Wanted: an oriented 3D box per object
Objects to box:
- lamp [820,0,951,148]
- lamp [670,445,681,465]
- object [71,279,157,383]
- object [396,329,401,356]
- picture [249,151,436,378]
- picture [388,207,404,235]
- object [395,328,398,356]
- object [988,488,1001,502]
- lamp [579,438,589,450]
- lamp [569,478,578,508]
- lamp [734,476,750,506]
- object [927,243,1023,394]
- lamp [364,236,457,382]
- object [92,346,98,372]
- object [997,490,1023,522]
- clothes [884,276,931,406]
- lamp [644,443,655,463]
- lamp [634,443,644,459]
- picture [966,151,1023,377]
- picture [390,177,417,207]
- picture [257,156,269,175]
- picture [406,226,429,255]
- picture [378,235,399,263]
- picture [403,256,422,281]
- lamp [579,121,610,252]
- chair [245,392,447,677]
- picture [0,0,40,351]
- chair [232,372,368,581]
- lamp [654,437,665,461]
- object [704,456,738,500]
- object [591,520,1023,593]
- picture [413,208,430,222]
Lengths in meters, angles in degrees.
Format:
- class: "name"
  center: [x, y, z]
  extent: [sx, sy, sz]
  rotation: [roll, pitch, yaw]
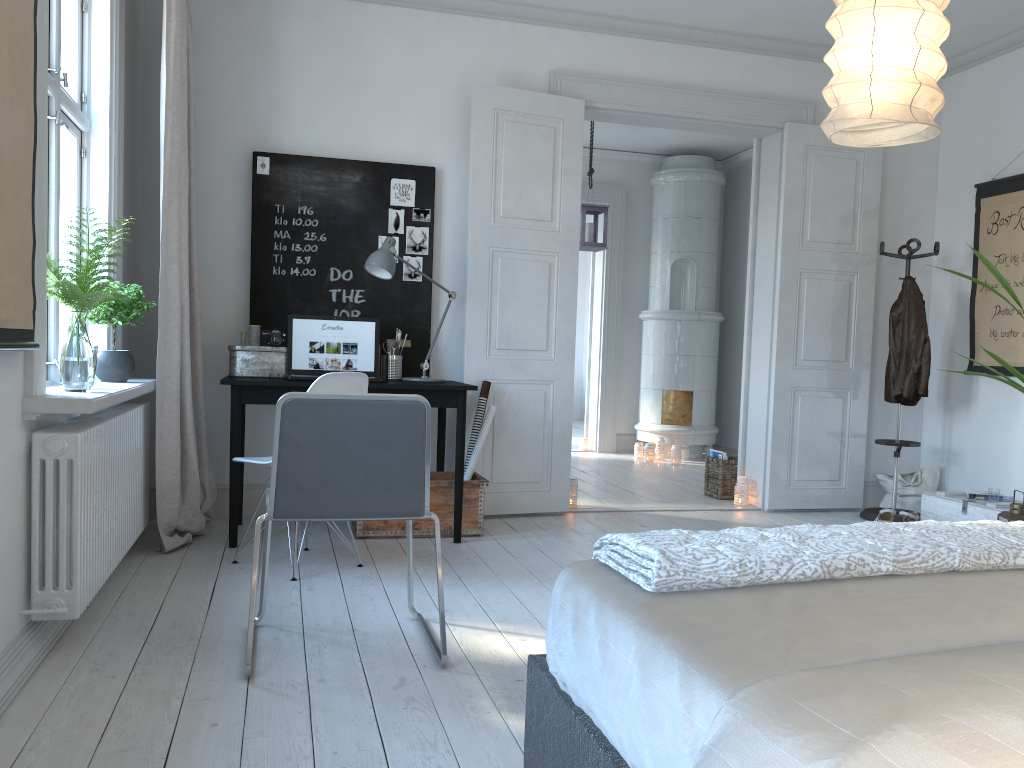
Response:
- class: "lamp"
  center: [1.098, -1.334, 2.559]
  extent: [0.338, 1.232, 0.340]
  rotation: [3, 3, 17]
- class: "lamp"
  center: [1.421, 0.612, 7.683]
  extent: [0.089, 0.166, 0.089]
  rotation: [1, 3, -16]
- class: "object"
  center: [-1.578, -0.211, 3.495]
  extent: [0.271, 0.407, 0.309]
  rotation: [4, 3, 35]
- class: "object"
  center: [-0.600, -0.155, 4.611]
  extent: [0.012, 0.264, 0.062]
  rotation: [4, 4, 28]
- class: "picture"
  center: [-0.899, -0.603, 4.734]
  extent: [0.953, 1.173, 0.063]
  rotation: [1, 3, -15]
- class: "picture"
  center: [-0.621, -0.873, 4.758]
  extent: [0.083, 0.146, 0.002]
  rotation: [1, 3, -15]
- class: "object"
  center: [-0.604, -0.158, 4.610]
  extent: [0.008, 0.268, 0.060]
  rotation: [2, 3, 2]
- class: "object"
  center: [2.584, 0.602, 4.755]
  extent: [0.060, 0.082, 0.060]
  rotation: [4, 4, 40]
- class: "lamp"
  center: [0.693, 0.576, 8.498]
  extent: [0.093, 0.110, 0.093]
  rotation: [2, 3, 2]
- class: "lamp"
  center: [0.347, 0.652, 5.295]
  extent: [0.089, 0.166, 0.089]
  rotation: [1, 3, -22]
- class: "lamp"
  center: [1.450, 0.676, 5.594]
  extent: [0.093, 0.180, 0.092]
  rotation: [0, 3, -32]
- class: "object"
  center: [2.566, 0.079, 4.377]
  extent: [1.043, 1.555, 0.288]
  rotation: [3, 3, 15]
- class: "lamp"
  center: [-0.513, -0.371, 4.536]
  extent: [0.616, 0.716, 0.230]
  rotation: [-1, 4, -44]
- class: "object"
  center: [-1.448, -0.057, 2.984]
  extent: [0.097, 0.146, 0.097]
  rotation: [2, 3, -9]
- class: "object"
  center: [2.410, 0.685, 4.232]
  extent: [0.132, 0.352, 0.137]
  rotation: [2, 3, 8]
- class: "clothes"
  center: [2.334, -0.252, 5.212]
  extent: [0.237, 0.771, 0.211]
  rotation: [3, 3, 19]
- class: "lamp"
  center: [1.198, 0.603, 7.742]
  extent: [0.089, 0.166, 0.089]
  rotation: [1, 3, -13]
- class: "lamp"
  center: [1.141, 0.602, 7.967]
  extent: [0.084, 0.146, 0.084]
  rotation: [1, 3, -10]
- class: "picture"
  center: [2.865, -0.696, 4.947]
  extent: [0.057, 1.314, 0.792]
  rotation: [1, 3, -15]
- class: "picture"
  center: [-0.583, -1.032, 4.757]
  extent: [0.147, 0.154, 0.004]
  rotation: [1, 3, -15]
- class: "picture"
  center: [-1.283, -1.127, 4.571]
  extent: [0.061, 0.088, 0.004]
  rotation: [1, 3, -18]
- class: "picture"
  center: [-0.511, -0.778, 4.792]
  extent: [0.121, 0.153, 0.002]
  rotation: [1, 3, -15]
- class: "picture"
  center: [-0.663, -0.722, 4.756]
  extent: [0.107, 0.150, 0.001]
  rotation: [1, 3, -15]
- class: "picture"
  center: [-0.537, -0.626, 4.795]
  extent: [0.103, 0.136, 0.001]
  rotation: [1, 3, -15]
- class: "lamp"
  center: [0.602, -1.884, 6.576]
  extent: [0.228, 1.764, 0.228]
  rotation: [1, 3, -18]
- class: "chair"
  center: [-0.509, 0.413, 2.713]
  extent: [0.562, 0.798, 0.524]
  rotation: [1, 3, -15]
- class: "picture"
  center: [-1.212, -0.732, 2.054]
  extent: [0.057, 1.314, 0.792]
  rotation: [1, 3, -15]
- class: "chair"
  center: [-0.866, 0.350, 3.703]
  extent: [0.553, 0.825, 0.474]
  rotation: [4, 4, 40]
- class: "lamp"
  center: [1.319, 0.579, 7.909]
  extent: [0.098, 0.210, 0.098]
  rotation: [1, 3, -10]
- class: "object"
  center: [1.470, 0.629, 5.974]
  extent: [0.270, 0.265, 0.223]
  rotation: [1, 3, -15]
- class: "object"
  center: [0.890, 0.331, 1.793]
  extent: [1.460, 0.104, 0.404]
  rotation: [1, 2, -15]
- class: "picture"
  center: [-0.488, -0.916, 4.790]
  extent: [0.095, 0.071, 0.001]
  rotation: [1, 3, -15]
